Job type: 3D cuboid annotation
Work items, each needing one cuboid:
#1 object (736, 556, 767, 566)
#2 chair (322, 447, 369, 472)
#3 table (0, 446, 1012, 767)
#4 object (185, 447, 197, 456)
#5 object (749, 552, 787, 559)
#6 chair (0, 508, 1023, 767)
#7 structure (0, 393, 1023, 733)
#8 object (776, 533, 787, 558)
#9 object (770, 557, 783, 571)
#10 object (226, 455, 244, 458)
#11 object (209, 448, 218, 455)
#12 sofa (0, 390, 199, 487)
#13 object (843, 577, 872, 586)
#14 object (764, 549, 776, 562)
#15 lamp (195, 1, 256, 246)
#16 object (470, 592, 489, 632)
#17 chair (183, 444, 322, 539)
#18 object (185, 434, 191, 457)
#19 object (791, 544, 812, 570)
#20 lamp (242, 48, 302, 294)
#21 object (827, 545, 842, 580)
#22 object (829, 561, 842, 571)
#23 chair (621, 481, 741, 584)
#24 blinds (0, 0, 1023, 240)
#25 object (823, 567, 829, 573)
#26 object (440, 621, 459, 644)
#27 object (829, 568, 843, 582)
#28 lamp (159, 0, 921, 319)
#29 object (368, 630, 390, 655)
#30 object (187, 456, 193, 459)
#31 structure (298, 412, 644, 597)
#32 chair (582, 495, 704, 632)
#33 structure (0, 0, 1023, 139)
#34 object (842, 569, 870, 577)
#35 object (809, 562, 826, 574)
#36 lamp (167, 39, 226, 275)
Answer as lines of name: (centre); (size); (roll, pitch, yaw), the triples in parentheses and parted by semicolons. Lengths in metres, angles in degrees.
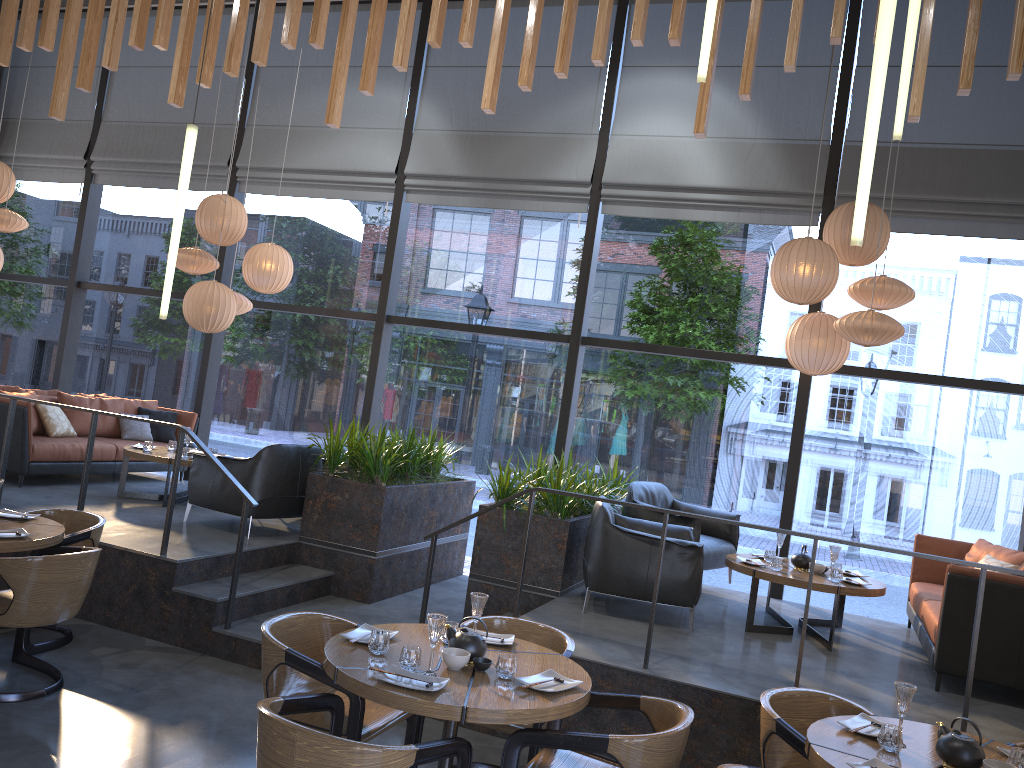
object: (1.695, 1.256, 6.240); (0.170, 0.025, 0.294); (8, -2, 1)
chair: (-1.669, 0.905, 8.413); (0.833, 0.743, 1.030); (8, -2, 6)
table: (-2.772, 1.082, 5.056); (10.659, 0.968, 6.876); (8, -2, 21)
object: (-2.955, 0.624, 8.142); (0.116, 0.065, 0.116); (10, -2, -40)
object: (1.910, 1.300, 6.678); (0.294, 0.025, 0.170); (9, -2, -34)
chair: (-2.675, 1.153, 3.358); (9.749, 0.759, 4.352); (8, -2, 22)
structure: (-3.820, -0.879, 1.756); (11.718, 4.117, 9.054); (8, -2, 20)
object: (1.979, 1.203, 6.558); (0.082, 0.227, 0.082); (8, -2, 2)
object: (1.820, 1.239, 6.098); (0.086, 0.086, 0.086); (7, -2, 24)
object: (-2.636, 0.694, 8.312); (0.170, 0.025, 0.294); (8, -2, 1)
object: (-2.781, 0.641, 8.251); (0.086, 0.086, 0.086); (7, -2, 24)
sofa: (-4.185, 0.519, 8.716); (0.864, 0.811, 2.226); (8, -2, 20)
object: (2.320, 1.339, 6.008); (0.170, 0.025, 0.294); (8, -2, 1)
object: (1.888, 1.260, 6.490); (0.086, 0.086, 0.086); (9, -2, -32)
lamp: (-2.586, -2.472, 8.337); (0.465, 2.374, 0.465); (7, -2, 43)
object: (-0.158, 1.036, 3.888); (0.082, 0.227, 0.082); (7, -2, 41)
chair: (-2.068, 0.816, 7.303); (0.833, 0.743, 1.030); (7, -2, 27)
object: (-2.910, 0.542, 7.952); (0.082, 0.227, 0.082); (9, -2, -27)
object: (2.094, 1.239, 6.378); (0.163, 0.179, 0.168); (9, -2, -14)
lamp: (-2.181, -2.504, 5.164); (0.468, 3.124, 6.999); (8, -2, 1)
object: (2.192, 1.219, 6.051); (0.082, 0.227, 0.082); (9, -2, -27)
object: (2.320, 1.318, 6.350); (0.086, 0.086, 0.086); (7, -2, 24)
chair: (1.358, 1.230, 7.343); (0.833, 0.743, 1.030); (7, -2, 35)
blinds: (-5.220, -3.519, 7.032); (17.610, 2.314, 8.760); (9, -2, -26)
object: (2.216, 1.325, 6.324); (0.080, 0.042, 0.080); (9, -2, -17)
object: (-0.272, 1.091, 3.886); (0.086, 0.086, 0.086); (8, -2, 2)
object: (2.180, 1.287, 5.963); (0.086, 0.086, 0.086); (7, -2, 24)
lamp: (-2.404, -5.667, 1.040); (8.975, 10.231, 8.774); (8, -2, 19)
object: (-0.535, 1.044, 3.579); (0.086, 0.086, 0.086); (10, -2, -44)
object: (-2.782, 0.662, 7.909); (0.170, 0.025, 0.294); (8, -2, 1)
structure: (-6.004, 0.285, 4.727); (15.715, 1.608, 4.306); (9, -2, -31)
chair: (0.912, 1.212, 6.198); (0.833, 0.743, 1.030); (8, -2, 6)
structure: (-3.341, -1.597, 1.530); (10.399, 5.894, 10.127); (8, -2, 20)
object: (2.465, 1.372, 6.410); (0.170, 0.025, 0.294); (8, -2, 1)
object: (2.146, 1.301, 6.241); (0.116, 0.065, 0.116); (10, -2, -40)
lamp: (-2.862, -2.158, 8.398); (0.467, 2.271, 0.467); (9, -2, -17)
